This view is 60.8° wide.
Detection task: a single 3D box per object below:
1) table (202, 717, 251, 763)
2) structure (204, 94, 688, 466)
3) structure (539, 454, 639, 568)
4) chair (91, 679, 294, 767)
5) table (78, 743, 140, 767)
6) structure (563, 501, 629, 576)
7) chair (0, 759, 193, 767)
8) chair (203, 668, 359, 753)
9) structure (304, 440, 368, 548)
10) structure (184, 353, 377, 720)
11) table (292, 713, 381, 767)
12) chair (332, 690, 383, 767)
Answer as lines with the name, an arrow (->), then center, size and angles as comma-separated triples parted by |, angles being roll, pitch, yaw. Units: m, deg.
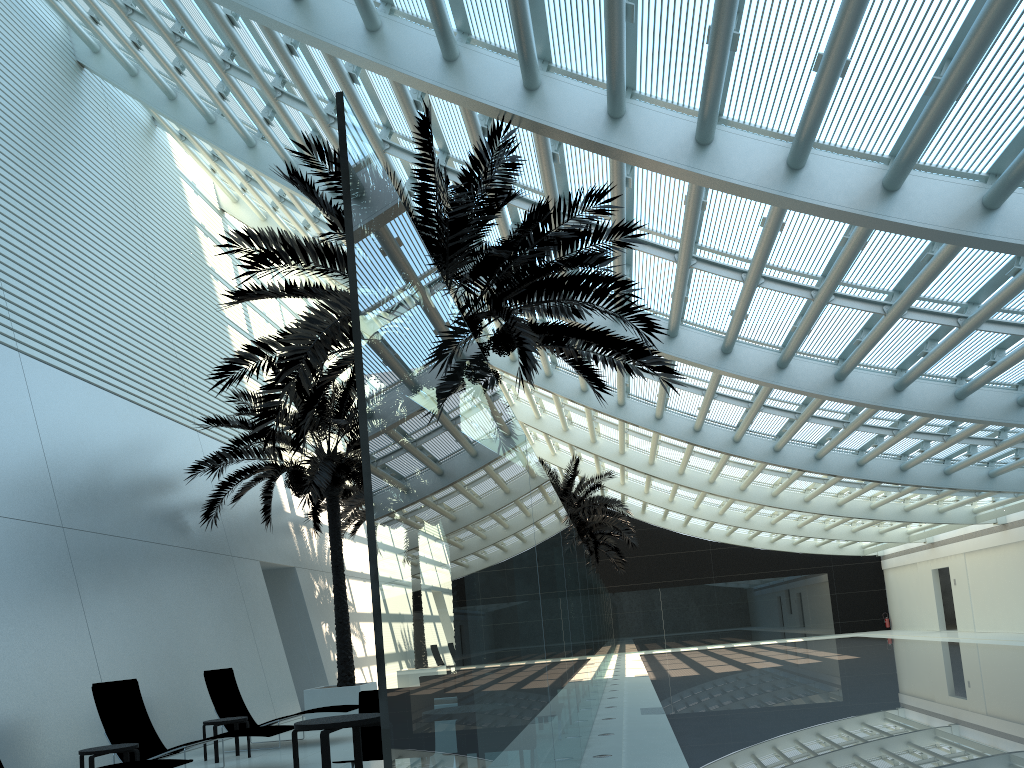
table -> -3.712, 4.618, 11.333 | 0.557, 0.501, 0.569 | 5, -15, -40
structure -> -0.755, 0.584, 9.481 | 4.878, 6.805, 4.528 | -9, -10, 25
structure -> 1.716, 5.809, 28.536 | 4.823, 6.805, 4.579 | -5, -9, 0
chair -> -3.545, 3.872, 9.917 | 2.041, 1.122, 0.949 | -7, -10, 7
table -> -4.045, 3.916, 8.773 | 0.557, 0.501, 0.569 | 5, -15, -40
structure -> 2.795, 8.029, 36.639 | 4.448, 6.802, 4.968 | -3, -10, -15
chair -> -3.877, 3.170, 7.357 | 2.041, 1.122, 0.949 | -7, -10, 7
chair -> -3.212, 4.574, 12.478 | 2.041, 1.122, 0.949 | -7, -10, 7
structure -> -2.557, 4.252, 21.542 | 4.375, 6.683, 4.680 | -12, -12, 39
structure -> -3.128, 2.618, 15.541 | 4.632, 6.624, 4.418 | -3, -9, -15
table -> -1.269, 2.911, 6.566 | 0.682, 0.757, 0.699 | 2, -13, -36
chair -> -1.115, 3.177, 7.742 | 0.718, 0.860, 0.914 | -6, -11, 6
